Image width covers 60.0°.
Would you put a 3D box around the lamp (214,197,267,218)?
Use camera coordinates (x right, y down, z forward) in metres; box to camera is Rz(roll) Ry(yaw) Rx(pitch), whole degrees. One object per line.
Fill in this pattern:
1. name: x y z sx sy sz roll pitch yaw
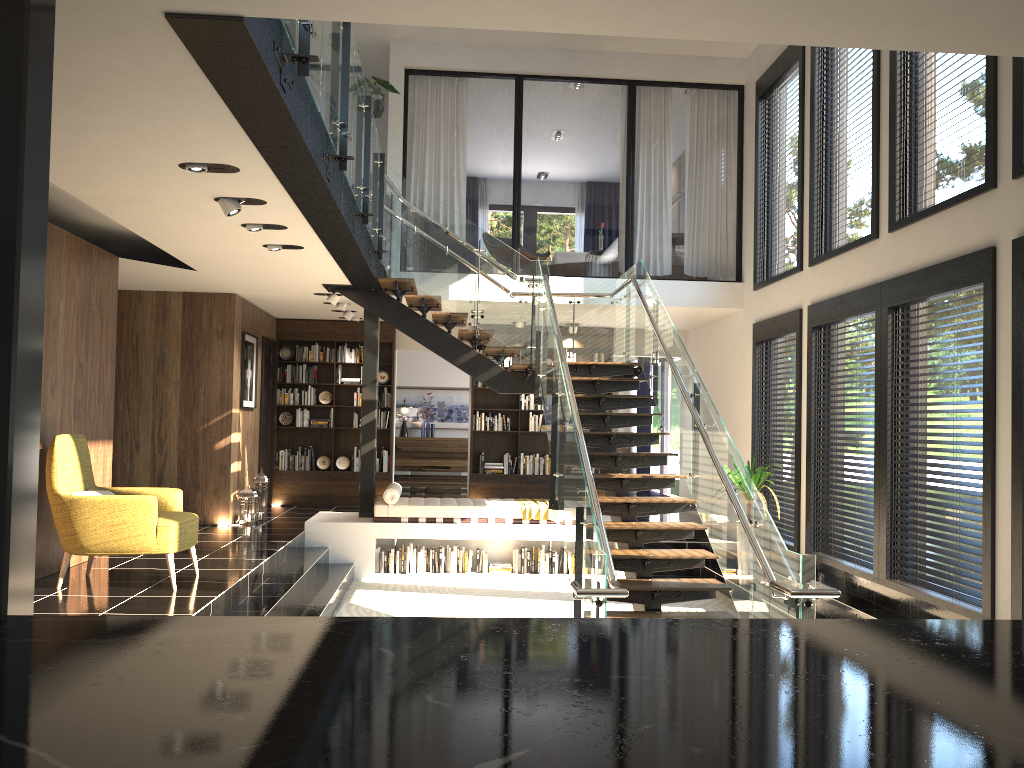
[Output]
1. lamp: -1.815 -1.235 5.930 0.346 0.247 0.195 1 -2 -4

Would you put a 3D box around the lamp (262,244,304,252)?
1. lamp: -1.926 -1.203 7.478 0.346 0.177 0.195 1 -2 -4

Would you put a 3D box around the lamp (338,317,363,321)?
1. lamp: -2.294 -0.982 12.586 0.346 0.177 0.195 1 -2 -4

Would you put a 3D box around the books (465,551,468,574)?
1. books: -0.525 2.049 10.198 0.028 0.232 0.206 1 -2 -4

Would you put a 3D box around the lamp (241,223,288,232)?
1. lamp: -1.870 -1.236 6.704 0.346 0.177 0.195 1 -2 -4

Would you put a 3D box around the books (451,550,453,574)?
1. books: -0.691 2.038 10.188 0.027 0.246 0.193 1 -2 -4

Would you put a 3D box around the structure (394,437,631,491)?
1. structure: -0.983 1.489 16.490 6.276 0.981 0.886 1 -2 -4

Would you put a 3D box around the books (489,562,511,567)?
1. books: -0.141 2.090 10.275 0.249 0.026 0.148 1 -3 -7

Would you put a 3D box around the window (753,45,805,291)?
1. window: 3.075 -2.349 9.735 0.358 2.474 1.394 1 -2 -4

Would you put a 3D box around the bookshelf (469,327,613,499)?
1. bookshelf: 0.434 0.498 13.142 2.090 2.681 0.273 1 -2 -4

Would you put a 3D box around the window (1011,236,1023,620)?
1. window: 3.363 0.297 4.884 0.358 2.474 1.394 1 -2 -4

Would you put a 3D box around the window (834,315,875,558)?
1. window: 3.207 0.433 8.012 0.005 2.296 1.313 1 -2 -4

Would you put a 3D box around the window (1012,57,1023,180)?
1. window: 3.420 -2.555 4.972 0.358 2.474 1.394 1 -2 -4

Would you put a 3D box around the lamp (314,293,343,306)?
1. lamp: -2.126 -1.040 10.264 0.346 0.262 0.195 1 -2 -4

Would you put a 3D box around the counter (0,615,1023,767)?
1. counter: 0.071 0.257 0.605 3.573 0.041 0.698 1 -3 -4

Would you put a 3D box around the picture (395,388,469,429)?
1. picture: -0.563 0.489 16.741 3.543 0.748 0.035 1 -2 -4

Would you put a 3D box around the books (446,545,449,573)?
1. books: -0.742 2.008 10.218 0.023 0.308 0.126 1 -2 -4

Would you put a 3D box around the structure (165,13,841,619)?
1. structure: -0.102 0.067 6.895 3.447 4.866 7.283 1 -2 -5

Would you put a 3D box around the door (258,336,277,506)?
1. door: -3.413 0.554 12.242 0.104 2.346 0.931 1 -2 -4

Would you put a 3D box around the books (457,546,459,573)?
1. books: -0.621 2.017 10.210 0.023 0.293 0.157 1 -2 -4

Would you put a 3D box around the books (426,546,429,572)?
1. books: -0.975 2.015 10.220 0.025 0.285 0.137 1 -2 -4

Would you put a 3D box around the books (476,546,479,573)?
1. books: -0.398 2.028 10.249 0.030 0.284 0.176 1 -2 -4

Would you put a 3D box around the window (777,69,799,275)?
1. window: 3.147 -2.348 9.732 0.005 2.296 1.221 1 -2 -4

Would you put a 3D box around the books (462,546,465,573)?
1. books: -0.560 2.020 10.240 0.036 0.293 0.128 1 -2 -4

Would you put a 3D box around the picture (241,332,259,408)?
1. picture: -3.264 -0.157 11.046 0.028 0.911 0.749 1 -2 -4

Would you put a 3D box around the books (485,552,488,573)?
1. books: -0.304 2.063 10.246 0.030 0.218 0.186 1 -2 -4

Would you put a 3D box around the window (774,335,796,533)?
1. window: 3.089 0.507 9.644 0.005 2.296 1.221 1 -2 -4

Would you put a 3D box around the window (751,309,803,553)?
1. window: 3.018 0.505 9.646 0.358 2.474 1.394 1 -2 -4

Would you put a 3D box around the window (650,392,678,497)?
1. window: 2.595 0.741 15.100 0.184 2.475 2.982 1 -2 -4

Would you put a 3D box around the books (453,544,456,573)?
1. books: -0.665 2.010 10.208 0.026 0.305 0.187 1 -2 -4

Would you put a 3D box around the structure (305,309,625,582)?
1. structure: -0.453 0.634 10.654 3.782 3.243 1.149 1 -2 -4

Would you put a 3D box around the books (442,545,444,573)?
1. books: -0.793 2.013 10.197 0.025 0.293 0.205 1 -2 -4

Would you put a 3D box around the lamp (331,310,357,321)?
1. lamp: -2.238 -0.973 11.809 0.346 0.262 0.195 1 -2 -4

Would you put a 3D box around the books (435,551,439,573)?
1. books: -0.866 2.041 10.201 0.050 0.234 0.149 1 -2 -4

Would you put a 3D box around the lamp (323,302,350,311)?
1. lamp: -2.182 -1.022 11.036 0.346 0.231 0.195 1 -2 -4

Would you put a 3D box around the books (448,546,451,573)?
1. books: -0.718 2.018 10.210 0.025 0.287 0.169 1 -2 -4

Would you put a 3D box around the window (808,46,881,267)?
1. window: 3.191 -2.418 8.144 0.358 2.474 1.394 1 -2 -4

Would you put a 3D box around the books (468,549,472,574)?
1. books: -0.486 2.037 10.209 0.050 0.258 0.215 1 -2 -4

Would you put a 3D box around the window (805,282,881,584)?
1. window: 3.136 0.432 8.015 0.358 2.474 1.499 1 -2 -4

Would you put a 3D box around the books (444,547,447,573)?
1. books: -0.768 2.026 10.216 0.029 0.271 0.129 1 -2 -4

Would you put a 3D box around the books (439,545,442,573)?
1. books: -0.822 2.009 10.182 0.033 0.299 0.196 1 -2 -4

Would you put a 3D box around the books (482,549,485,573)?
1. books: -0.328 2.043 10.245 0.020 0.257 0.154 1 -2 -4

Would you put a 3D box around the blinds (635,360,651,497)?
1. blinds: 2.354 0.687 15.987 0.161 2.769 1.080 1 -2 -6

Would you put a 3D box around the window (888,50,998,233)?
1. window: 3.306 -2.487 6.552 0.358 2.474 1.394 1 -2 -4

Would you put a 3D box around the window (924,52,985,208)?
1. window: 3.377 -2.485 6.550 0.005 2.296 1.221 1 -2 -4

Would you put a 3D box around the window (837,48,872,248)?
1. window: 3.262 -2.417 8.141 0.005 2.296 1.221 1 -2 -4

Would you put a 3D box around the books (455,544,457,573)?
1. books: -0.642 2.010 10.205 0.020 0.305 0.172 1 -2 -4

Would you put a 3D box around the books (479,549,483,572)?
1. books: -0.362 2.046 10.268 0.045 0.251 0.142 1 -2 -4

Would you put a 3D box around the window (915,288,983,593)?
1. window: 3.315 0.369 6.521 0.005 2.296 1.313 1 -2 -4

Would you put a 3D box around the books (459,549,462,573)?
1. books: -0.593 2.039 10.227 0.034 0.252 0.151 1 -2 -4

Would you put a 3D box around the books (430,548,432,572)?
1. books: -0.928 2.026 10.192 0.019 0.261 0.183 1 -2 -4

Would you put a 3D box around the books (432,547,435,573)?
1. books: -0.903 2.016 10.185 0.028 0.282 0.173 1 -2 -4

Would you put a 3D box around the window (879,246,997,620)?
1. window: 3.244 0.368 6.524 0.358 2.474 1.499 1 -2 -4

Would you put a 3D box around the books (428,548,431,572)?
1. books: -0.950 2.027 10.207 0.023 0.260 0.133 1 -2 -4

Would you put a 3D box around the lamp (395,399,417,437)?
1. lamp: -1.989 0.634 16.380 0.470 0.725 0.470 2 -2 -12

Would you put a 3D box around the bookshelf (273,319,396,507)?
1. bookshelf: -2.583 0.427 12.926 1.703 2.681 0.273 1 -2 -4

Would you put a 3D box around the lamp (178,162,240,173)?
1. lamp: -1.758 -1.313 5.158 0.346 0.158 0.195 1 -2 -4
